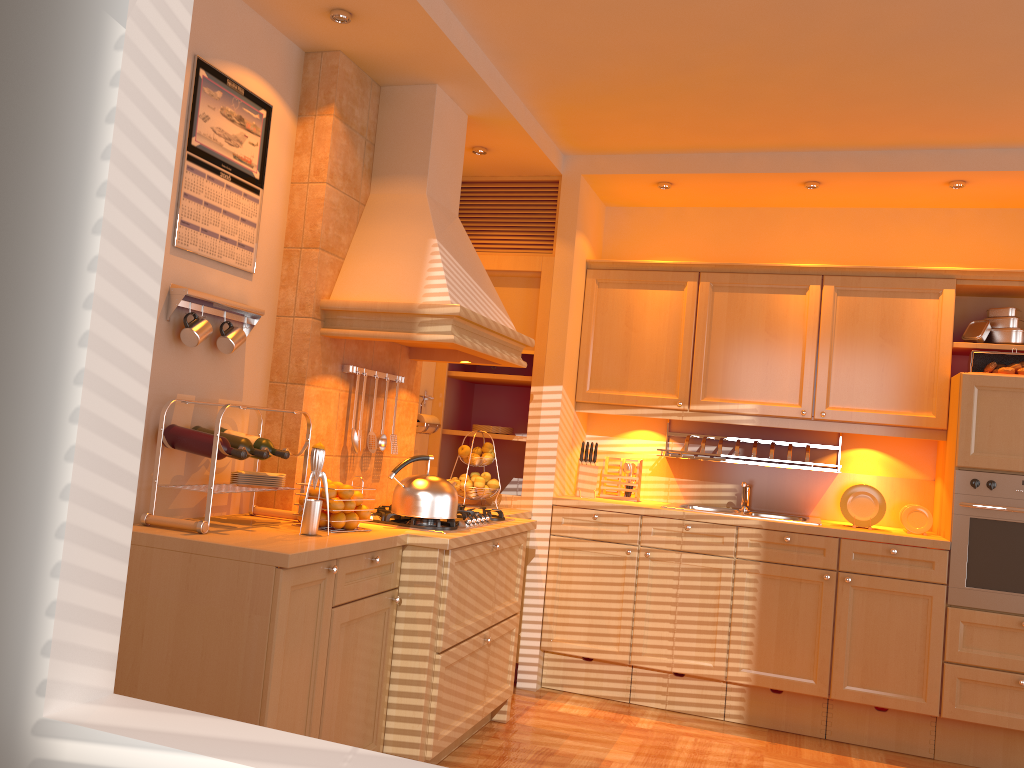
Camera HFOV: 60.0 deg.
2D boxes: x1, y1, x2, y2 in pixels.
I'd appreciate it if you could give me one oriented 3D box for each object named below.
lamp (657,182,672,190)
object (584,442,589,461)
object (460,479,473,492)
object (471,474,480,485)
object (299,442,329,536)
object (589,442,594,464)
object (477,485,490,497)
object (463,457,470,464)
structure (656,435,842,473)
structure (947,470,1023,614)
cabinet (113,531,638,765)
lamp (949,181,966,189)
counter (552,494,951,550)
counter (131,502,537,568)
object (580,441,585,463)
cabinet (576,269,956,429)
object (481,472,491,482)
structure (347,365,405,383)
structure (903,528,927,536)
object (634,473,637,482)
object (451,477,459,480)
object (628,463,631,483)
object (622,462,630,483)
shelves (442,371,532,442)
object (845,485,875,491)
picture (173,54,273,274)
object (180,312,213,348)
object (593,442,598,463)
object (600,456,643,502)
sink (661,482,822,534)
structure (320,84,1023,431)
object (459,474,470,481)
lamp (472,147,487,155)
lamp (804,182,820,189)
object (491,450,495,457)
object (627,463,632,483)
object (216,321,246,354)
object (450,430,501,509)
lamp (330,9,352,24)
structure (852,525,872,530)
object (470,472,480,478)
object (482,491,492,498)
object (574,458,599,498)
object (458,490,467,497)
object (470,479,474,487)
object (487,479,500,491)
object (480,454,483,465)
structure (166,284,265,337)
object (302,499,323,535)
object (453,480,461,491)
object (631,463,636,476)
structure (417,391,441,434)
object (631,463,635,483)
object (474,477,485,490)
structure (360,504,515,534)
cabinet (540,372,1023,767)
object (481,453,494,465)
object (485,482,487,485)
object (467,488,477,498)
[{"bbox_3d":[0.783,-1.017,4.557,0.070,0.021,0.070,7,-4,-21],"label":"lamp"},{"bbox_3d":[0.383,0.434,4.635,0.019,0.265,0.038,5,-3,2],"label":"object"},{"bbox_3d":[-0.222,0.493,4.311,0.063,0.063,0.063,3,-4,30],"label":"object"},{"bbox_3d":[-0.172,0.475,4.351,0.063,0.061,0.063,6,-3,-8],"label":"object"},{"bbox_3d":[-0.618,0.322,2.741,0.101,0.288,0.088,4,-4,19],"label":"object"},{"bbox_3d":[0.407,0.436,4.638,0.019,0.265,0.038,5,-3,2],"label":"object"},{"bbox_3d":[-0.141,0.523,4.333,0.064,0.062,0.064,5,-3,6],"label":"object"},{"bbox_3d":[-0.216,0.370,4.425,0.057,0.056,0.051,7,-4,-22],"label":"object"},{"bbox_3d":[1.223,0.352,4.584,0.900,0.126,0.300,4,-4,19],"label":"structure"},{"bbox_3d":[2.181,0.683,3.753,0.576,0.583,0.066,4,-4,19],"label":"structure"},{"bbox_3d":[-0.225,1.019,3.653,1.141,0.840,2.850,4,-4,19],"label":"cabinet"},{"bbox_3d":[2.072,-0.926,4.127,0.070,0.021,0.070,7,-4,-21],"label":"lamp"},{"bbox_3d":[1.147,0.668,4.422,1.800,0.038,0.600,4,-4,19],"label":"counter"},{"bbox_3d":[-0.454,0.544,3.455,0.770,0.038,2.250,4,-4,19],"label":"counter"},{"bbox_3d":[0.362,0.431,4.632,0.019,0.265,0.037,6,-4,-17],"label":"object"},{"bbox_3d":[1.268,-0.188,4.601,1.792,0.712,0.332,4,-4,19],"label":"cabinet"},{"bbox_3d":[-0.129,0.459,4.368,0.050,0.052,0.049,4,-4,26],"label":"object"},{"bbox_3d":[-0.555,-0.039,3.669,0.009,0.024,0.506,4,-4,19],"label":"structure"},{"bbox_3d":[1.904,0.699,4.193,0.084,0.010,0.219,4,-4,20],"label":"structure"},{"bbox_3d":[0.647,0.530,4.719,0.044,0.178,0.019,5,-3,-5],"label":"object"},{"bbox_3d":[-0.285,0.490,4.447,0.044,0.047,0.046,2,-4,39],"label":"object"},{"bbox_3d":[0.622,0.517,4.705,0.017,0.196,0.020,2,-5,44],"label":"object"},{"bbox_3d":[0.607,0.513,4.701,0.042,0.192,0.040,7,-4,-21],"label":"object"},{"bbox_3d":[-0.056,0.318,4.859,0.600,0.702,0.582,4,-4,19],"label":"shelves"},{"bbox_3d":[1.712,0.588,4.328,0.205,0.200,0.049,4,-4,20],"label":"object"},{"bbox_3d":[-0.943,-0.705,2.931,0.009,0.605,0.417,4,-4,19],"label":"picture"},{"bbox_3d":[-0.982,-0.167,2.762,0.066,0.111,0.103,4,-4,12],"label":"object"},{"bbox_3d":[0.430,0.438,4.641,0.019,0.265,0.037,5,-3,2],"label":"object"},{"bbox_3d":[0.587,0.507,4.749,0.200,0.221,0.103,4,-4,19],"label":"object"},{"bbox_3d":[1.147,0.655,4.420,0.746,0.336,0.465,4,-4,19],"label":"sink"},{"bbox_3d":[1.306,-0.446,3.840,4.091,1.148,1.061,6,-3,-8],"label":"structure"},{"bbox_3d":[-0.232,0.471,4.367,0.055,0.058,0.056,8,-4,-36],"label":"object"},{"bbox_3d":[-0.156,-1.120,4.268,0.070,0.021,0.070,5,-3,2],"label":"lamp"},{"bbox_3d":[1.465,-0.969,4.332,0.070,0.021,0.070,7,-4,-32],"label":"lamp"},{"bbox_3d":[-0.111,0.351,4.449,0.057,0.060,0.058,2,-5,40],"label":"object"},{"bbox_3d":[0.623,0.519,4.727,0.018,0.196,0.023,4,-4,23],"label":"object"},{"bbox_3d":[-0.926,-0.151,2.931,0.066,0.111,0.103,4,-4,12],"label":"object"},{"bbox_3d":[-0.178,0.418,4.405,0.265,0.376,0.265,7,-4,-22],"label":"object"},{"bbox_3d":[-0.577,-1.237,2.988,0.070,0.021,0.070,5,-3,2],"label":"lamp"},{"bbox_3d":[1.673,0.681,4.238,0.084,0.010,0.219,4,-4,22],"label":"structure"},{"bbox_3d":[-0.182,0.458,4.404,0.051,0.048,0.050,8,-4,-38],"label":"object"},{"bbox_3d":[-0.132,0.537,4.398,0.063,0.061,0.064,5,-3,-3],"label":"object"},{"bbox_3d":[0.392,0.493,4.648,0.100,0.200,0.070,6,-3,-8],"label":"object"},{"bbox_3d":[-0.242,0.534,4.380,0.046,0.043,0.047,7,-4,-21],"label":"object"},{"bbox_3d":[-0.211,0.497,4.399,0.051,0.052,0.047,4,-4,15],"label":"object"},{"bbox_3d":[-0.092,0.496,4.364,0.064,0.060,0.063,3,-4,34],"label":"object"},{"bbox_3d":[-0.160,0.376,4.446,0.058,0.059,0.058,8,-5,-40],"label":"object"},{"bbox_3d":[-0.957,-0.232,2.895,0.069,0.118,0.405,4,-4,19],"label":"structure"},{"bbox_3d":[-0.622,0.413,2.750,0.060,0.106,0.060,6,-4,-14],"label":"object"},{"bbox_3d":[-0.272,0.498,4.354,0.056,0.057,0.053,5,-3,-4],"label":"object"},{"bbox_3d":[0.632,0.518,4.743,0.042,0.192,0.040,7,-4,-22],"label":"object"},{"bbox_3d":[-0.443,0.136,4.415,0.126,0.220,0.320,4,-4,19],"label":"structure"},{"bbox_3d":[0.634,0.518,4.707,0.022,0.196,0.018,4,-4,23],"label":"object"},{"bbox_3d":[-0.157,0.481,4.297,0.056,0.063,0.065,6,-3,-6],"label":"object"},{"bbox_3d":[-0.340,0.518,3.552,0.494,0.051,0.797,4,-4,19],"label":"structure"},{"bbox_3d":[1.702,0.796,4.214,3.000,1.700,0.625,4,-4,19],"label":"cabinet"},{"bbox_3d":[-0.123,0.370,4.395,0.063,0.063,0.064,3,-4,35],"label":"object"},{"bbox_3d":[-0.147,0.492,4.428,0.057,0.059,0.058,6,-4,-18],"label":"object"},{"bbox_3d":[-0.198,0.532,4.350,0.052,0.056,0.057,6,-4,-19],"label":"object"}]
